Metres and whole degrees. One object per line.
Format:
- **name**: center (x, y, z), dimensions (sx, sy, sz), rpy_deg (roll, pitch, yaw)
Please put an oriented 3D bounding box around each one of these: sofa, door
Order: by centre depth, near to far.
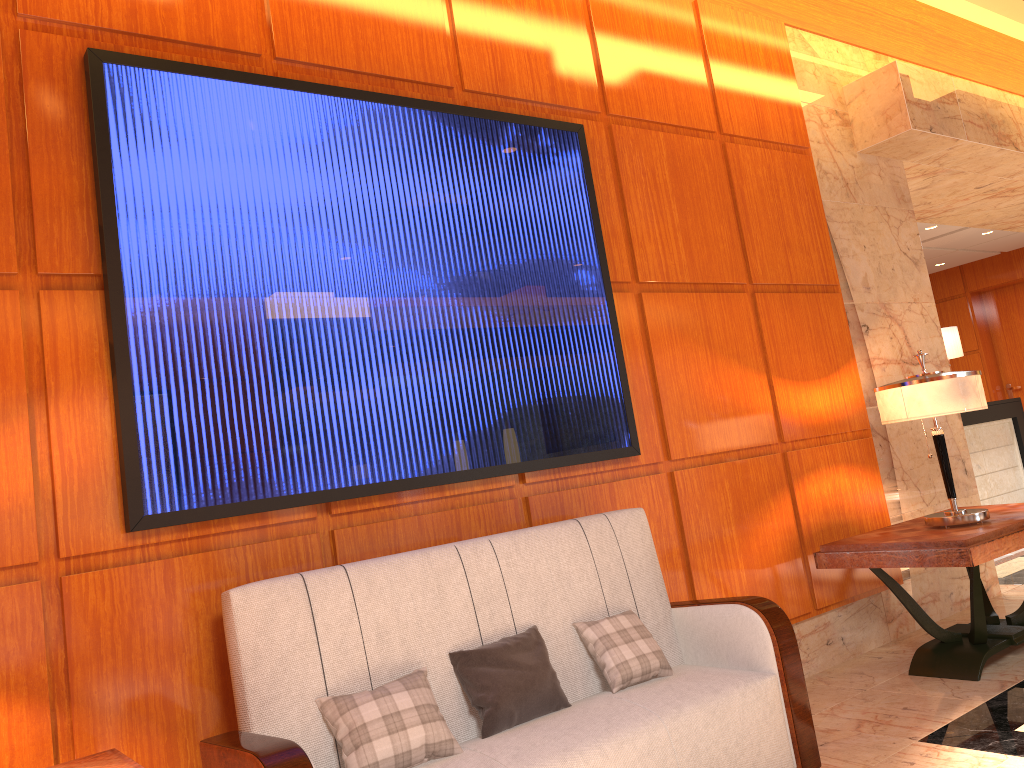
- **sofa**: center (0.057, 0.929, 2.655), dimensions (1.800, 0.937, 0.609), rpy_deg (-4, -9, -36)
- **door**: center (7.037, -0.072, 11.672), dimensions (0.341, 2.712, 1.278), rpy_deg (-3, -10, -37)

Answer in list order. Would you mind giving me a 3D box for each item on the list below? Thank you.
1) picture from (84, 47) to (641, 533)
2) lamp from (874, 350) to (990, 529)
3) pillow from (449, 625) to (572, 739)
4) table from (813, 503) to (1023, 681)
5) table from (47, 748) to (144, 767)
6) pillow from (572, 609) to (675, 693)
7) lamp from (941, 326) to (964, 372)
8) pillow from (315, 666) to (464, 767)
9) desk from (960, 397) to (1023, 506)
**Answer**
- **picture**: center (-0.390, -0.357, 3.189), dimensions (1.998, 1.460, 0.056), rpy_deg (-4, -10, -37)
- **lamp**: center (1.952, 0.239, 4.055), dimensions (0.459, 0.814, 0.455), rpy_deg (-5, -9, -28)
- **pillow**: center (-0.005, 0.904, 2.703), dimensions (0.358, 0.254, 0.159), rpy_deg (-3, -10, -40)
- **table**: center (2.128, 0.939, 4.088), dimensions (1.271, 0.610, 0.721), rpy_deg (-4, -9, -37)
- **table**: center (-1.243, 1.188, 1.550), dimensions (1.271, 0.610, 0.721), rpy_deg (-4, -9, -37)
- **pillow**: center (0.374, 0.886, 2.942), dimensions (0.273, 0.231, 0.201), rpy_deg (-4, -9, -34)
- **lamp**: center (4.538, -0.161, 9.256), dimensions (0.373, 0.825, 0.370), rpy_deg (-7, -8, -12)
- **pillow**: center (-0.334, 0.934, 2.418), dimensions (0.344, 0.228, 0.194), rpy_deg (-5, -9, -32)
- **desk**: center (3.947, 0.867, 8.645), dimensions (2.929, 1.147, 0.935), rpy_deg (-4, -9, -37)
